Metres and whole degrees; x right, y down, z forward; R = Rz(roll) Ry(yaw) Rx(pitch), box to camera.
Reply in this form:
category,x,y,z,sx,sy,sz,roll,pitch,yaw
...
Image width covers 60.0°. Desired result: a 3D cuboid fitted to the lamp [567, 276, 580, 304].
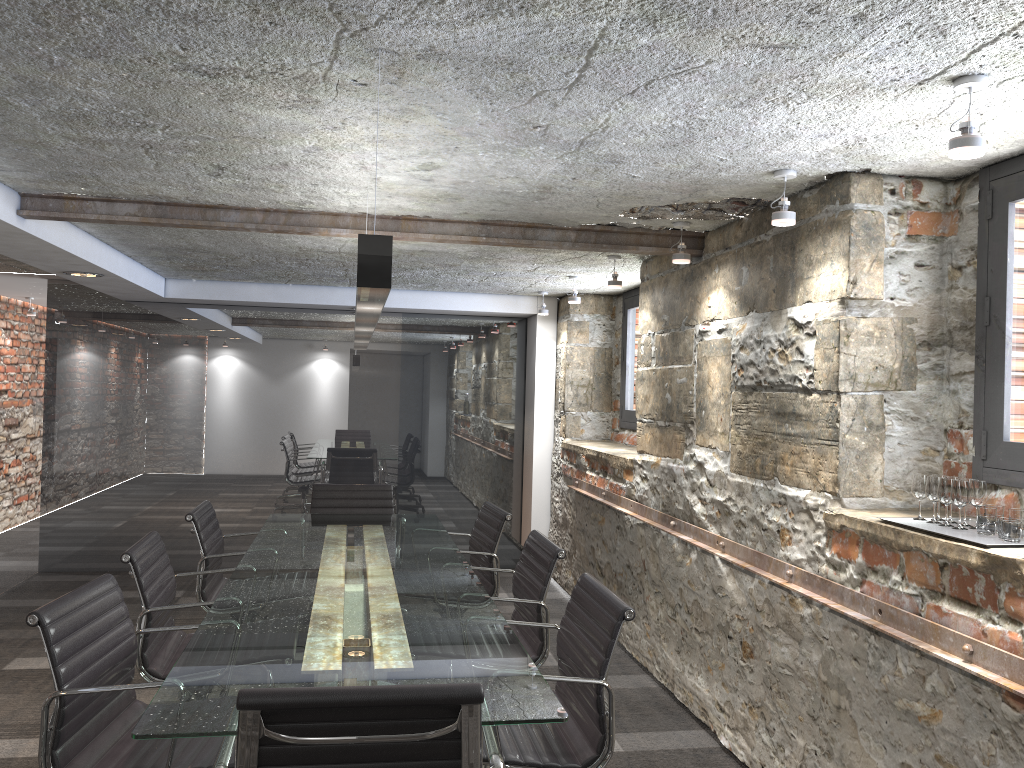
category,x,y,z,sx,sy,sz,roll,pitch,yaw
lamp,0.391,-0.591,5.579,0.077,0.165,0.098,1,-1,23

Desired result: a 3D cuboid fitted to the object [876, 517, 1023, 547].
category,x,y,z,sx,sy,sz,roll,pitch,yaw
object,1.255,0.396,2.389,0.310,0.007,0.457,2,0,-10

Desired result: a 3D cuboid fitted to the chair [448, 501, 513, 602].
category,x,y,z,sx,sy,sz,roll,pitch,yaw
chair,-0.350,1.028,4.389,0.667,0.837,0.693,2,-1,-23

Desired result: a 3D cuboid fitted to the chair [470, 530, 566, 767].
category,x,y,z,sx,sy,sz,roll,pitch,yaw
chair,-0.139,1.026,3.477,0.667,0.837,0.693,2,-1,-20

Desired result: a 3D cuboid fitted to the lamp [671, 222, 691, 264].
category,x,y,z,sx,sy,sz,roll,pitch,yaw
lamp,0.719,-0.597,3.766,0.077,0.165,0.098,1,-1,23

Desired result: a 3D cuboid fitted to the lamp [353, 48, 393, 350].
category,x,y,z,sx,sy,sz,roll,pitch,yaw
lamp,-0.564,-0.459,3.420,0.073,0.524,3.159,2,0,-10

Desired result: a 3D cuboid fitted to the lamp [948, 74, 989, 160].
category,x,y,z,sx,sy,sz,roll,pitch,yaw
lamp,1.036,-0.603,2.015,0.077,0.165,0.098,1,-1,23

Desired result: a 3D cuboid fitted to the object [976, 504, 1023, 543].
category,x,y,z,sx,sy,sz,roll,pitch,yaw
object,1.269,0.357,2.277,0.111,0.072,0.191,2,0,-3

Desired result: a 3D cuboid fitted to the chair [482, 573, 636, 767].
category,x,y,z,sx,sy,sz,roll,pitch,yaw
chair,0.000,1.022,2.608,0.667,0.837,0.693,2,-1,-19

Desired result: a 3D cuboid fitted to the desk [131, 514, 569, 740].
category,x,y,z,sx,sy,sz,roll,pitch,yaw
desk,-0.610,1.076,3.405,0.909,0.711,3.154,2,0,-10

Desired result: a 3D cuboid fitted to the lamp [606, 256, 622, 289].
category,x,y,z,sx,sy,sz,roll,pitch,yaw
lamp,0.547,-0.594,4.721,0.077,0.165,0.098,1,-1,23

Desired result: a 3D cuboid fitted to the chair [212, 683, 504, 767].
category,x,y,z,sx,sy,sz,roll,pitch,yaw
chair,-0.344,1.008,1.992,0.693,0.837,0.667,2,-1,-18

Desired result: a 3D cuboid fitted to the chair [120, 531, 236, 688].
category,x,y,z,sx,sy,sz,roll,pitch,yaw
chair,-1.099,0.998,3.288,0.667,0.837,0.693,2,-1,-20

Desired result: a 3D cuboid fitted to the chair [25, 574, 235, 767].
category,x,y,z,sx,sy,sz,roll,pitch,yaw
chair,-0.945,0.995,2.455,0.667,0.837,0.693,2,0,-12

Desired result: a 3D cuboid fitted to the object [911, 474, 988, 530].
category,x,y,z,sx,sy,sz,roll,pitch,yaw
object,1.224,0.328,2.488,0.108,0.131,0.218,2,0,-12

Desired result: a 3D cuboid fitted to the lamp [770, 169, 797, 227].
category,x,y,z,sx,sy,sz,roll,pitch,yaw
lamp,0.881,-0.600,2.873,0.077,0.165,0.098,1,-1,23

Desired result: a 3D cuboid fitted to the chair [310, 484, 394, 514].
category,x,y,z,sx,sy,sz,roll,pitch,yaw
chair,-0.913,1.018,5.047,0.693,0.837,0.667,2,-1,-20

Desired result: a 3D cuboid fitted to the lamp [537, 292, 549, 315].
category,x,y,z,sx,sy,sz,roll,pitch,yaw
lamp,0.227,-0.588,6.485,0.077,0.165,0.098,1,-1,23

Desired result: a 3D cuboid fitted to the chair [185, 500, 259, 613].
category,x,y,z,sx,sy,sz,roll,pitch,yaw
chair,-1.219,1.002,4.221,0.667,0.837,0.693,2,-1,-19
